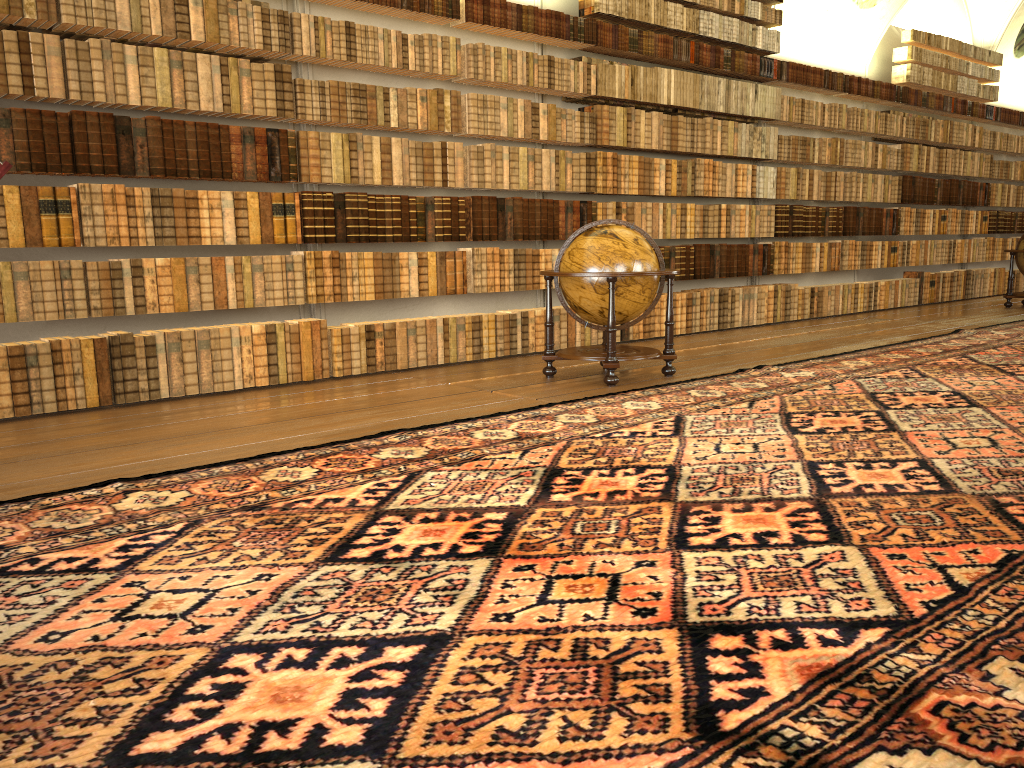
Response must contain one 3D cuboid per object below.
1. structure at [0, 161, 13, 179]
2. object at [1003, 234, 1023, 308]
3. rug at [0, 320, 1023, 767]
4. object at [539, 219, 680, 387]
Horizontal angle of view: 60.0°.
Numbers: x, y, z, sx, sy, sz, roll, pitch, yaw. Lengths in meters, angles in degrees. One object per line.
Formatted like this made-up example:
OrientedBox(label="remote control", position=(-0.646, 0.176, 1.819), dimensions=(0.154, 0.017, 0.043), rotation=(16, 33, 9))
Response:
OrientedBox(label="structure", position=(-2.143, 0.028, 1.758), dimensions=(1.888, 1.988, 1.243), rotation=(-9, 13, -40))
OrientedBox(label="object", position=(9.149, -2.038, 15.218), dimensions=(1.279, 1.453, 1.274), rotation=(-1, 10, 2))
OrientedBox(label="rug", position=(5.503, -0.173, 8.240), dimensions=(36.845, 0.064, 4.696), rotation=(-9, 12, -40))
OrientedBox(label="object", position=(0.895, -0.781, 8.168), dimensions=(1.279, 1.453, 1.274), rotation=(-1, 10, -3))
